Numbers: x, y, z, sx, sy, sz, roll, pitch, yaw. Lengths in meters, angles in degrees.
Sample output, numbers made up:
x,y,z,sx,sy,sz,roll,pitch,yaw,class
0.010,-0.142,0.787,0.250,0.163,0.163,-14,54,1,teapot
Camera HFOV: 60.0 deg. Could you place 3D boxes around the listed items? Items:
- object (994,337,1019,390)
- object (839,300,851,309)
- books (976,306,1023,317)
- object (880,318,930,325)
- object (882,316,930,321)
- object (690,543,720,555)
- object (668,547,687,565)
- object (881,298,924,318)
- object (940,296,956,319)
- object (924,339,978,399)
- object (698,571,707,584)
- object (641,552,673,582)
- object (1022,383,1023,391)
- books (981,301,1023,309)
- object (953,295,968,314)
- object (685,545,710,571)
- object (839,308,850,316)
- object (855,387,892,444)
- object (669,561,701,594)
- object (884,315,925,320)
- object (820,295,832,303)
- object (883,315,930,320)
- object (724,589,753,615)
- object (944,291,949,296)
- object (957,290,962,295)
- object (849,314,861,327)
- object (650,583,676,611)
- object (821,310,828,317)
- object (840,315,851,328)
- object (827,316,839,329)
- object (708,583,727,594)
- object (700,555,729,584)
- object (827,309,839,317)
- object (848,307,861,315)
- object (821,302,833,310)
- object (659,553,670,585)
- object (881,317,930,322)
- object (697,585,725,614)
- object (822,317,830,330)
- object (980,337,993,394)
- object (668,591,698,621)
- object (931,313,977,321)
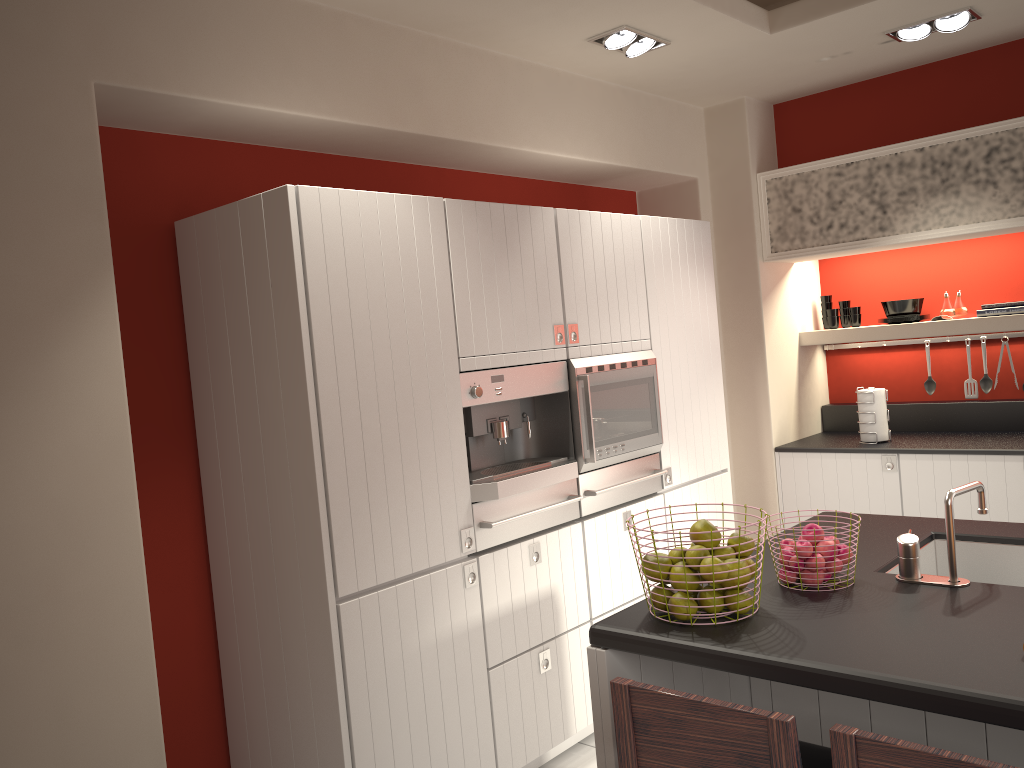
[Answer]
x,y,z,sx,sy,sz,roll,pitch,yaw,class
2.743,-0.114,4.938,0.124,0.296,0.009,-3,3,42,object
2.032,-0.469,5.414,0.070,0.076,0.070,-5,2,13,object
2.689,-0.393,4.725,0.207,0.042,0.331,-7,3,-43,books
2.282,-0.361,5.165,0.280,0.016,0.280,-3,3,41,object
2.281,-0.372,5.164,0.280,0.016,0.280,-3,3,41,object
0.490,0.421,2.247,0.078,0.076,0.071,-5,2,11,object
0.421,0.438,2.221,0.062,0.061,0.057,-7,3,-33,object
2.276,-0.434,5.162,0.232,0.108,0.232,-5,2,-6,object
2.428,-0.427,4.944,0.076,0.131,0.076,-5,2,-6,object
2.528,-0.085,5.129,0.287,0.351,0.022,-3,3,43,object
0.471,0.481,2.257,0.064,0.060,0.064,-4,3,37,object
0.358,0.454,2.191,0.077,0.068,0.076,-4,3,35,object
2.859,-0.113,4.858,0.123,0.330,0.040,-3,3,42,object
2.712,-0.430,4.728,0.332,0.026,0.207,-3,3,43,books
2.511,-0.436,4.974,0.077,0.134,0.076,-4,2,26,object
0.450,0.420,2.147,0.062,0.061,0.057,-7,3,-33,object
2.036,-0.425,5.416,0.070,0.076,0.070,-5,2,13,object
1.995,0.169,4.912,0.168,0.304,0.163,-6,2,-19,object
0.420,0.471,2.156,0.076,0.077,0.076,-5,2,7,object
2.280,-0.383,5.164,0.280,0.016,0.280,-3,3,41,object
1.946,-0.508,5.487,0.070,0.076,0.070,-5,2,13,object
2.281,-0.377,5.164,0.280,0.016,0.280,-3,3,41,object
0.541,0.515,2.116,0.068,0.068,0.068,-7,3,-37,object
2.420,-0.502,4.941,0.023,0.031,0.024,-5,2,-6,object
2.506,-0.510,4.971,0.026,0.032,0.023,-4,2,25,object
2.042,-0.375,5.272,0.070,0.076,0.070,-5,2,13,object
0.376,0.527,2.191,0.068,0.068,0.068,-7,3,-37,object
1.954,-0.421,5.490,0.070,0.076,0.070,-5,2,13,object
2.040,-0.381,5.417,0.070,0.076,0.070,-5,2,13,object
1.926,-0.366,5.311,0.070,0.076,0.070,-5,2,13,object
0.530,0.505,2.202,0.084,0.079,0.086,-5,2,-3,object
0.477,0.438,2.092,0.067,0.068,0.067,-5,2,5,object
1.922,-0.410,5.309,0.070,0.076,0.070,-5,2,13,object
2.039,-0.419,5.271,0.070,0.076,0.070,-5,2,13,object
1.950,-0.464,5.489,0.070,0.076,0.070,-5,2,13,object
0.389,0.470,2.251,0.076,0.077,0.076,-5,2,7,object
2.282,-0.367,5.165,0.280,0.016,0.280,-3,3,41,object
0.483,0.519,2.139,0.068,0.068,0.068,-7,3,-37,object
1.958,-0.377,5.492,0.070,0.076,0.070,-5,2,13,object
2.669,-0.107,5.003,0.067,0.323,0.022,-3,3,41,object
0.407,0.528,2.108,0.068,0.068,0.068,-7,3,-37,object
2.474,-0.375,4.961,0.183,0.027,0.160,-6,3,-19,object
